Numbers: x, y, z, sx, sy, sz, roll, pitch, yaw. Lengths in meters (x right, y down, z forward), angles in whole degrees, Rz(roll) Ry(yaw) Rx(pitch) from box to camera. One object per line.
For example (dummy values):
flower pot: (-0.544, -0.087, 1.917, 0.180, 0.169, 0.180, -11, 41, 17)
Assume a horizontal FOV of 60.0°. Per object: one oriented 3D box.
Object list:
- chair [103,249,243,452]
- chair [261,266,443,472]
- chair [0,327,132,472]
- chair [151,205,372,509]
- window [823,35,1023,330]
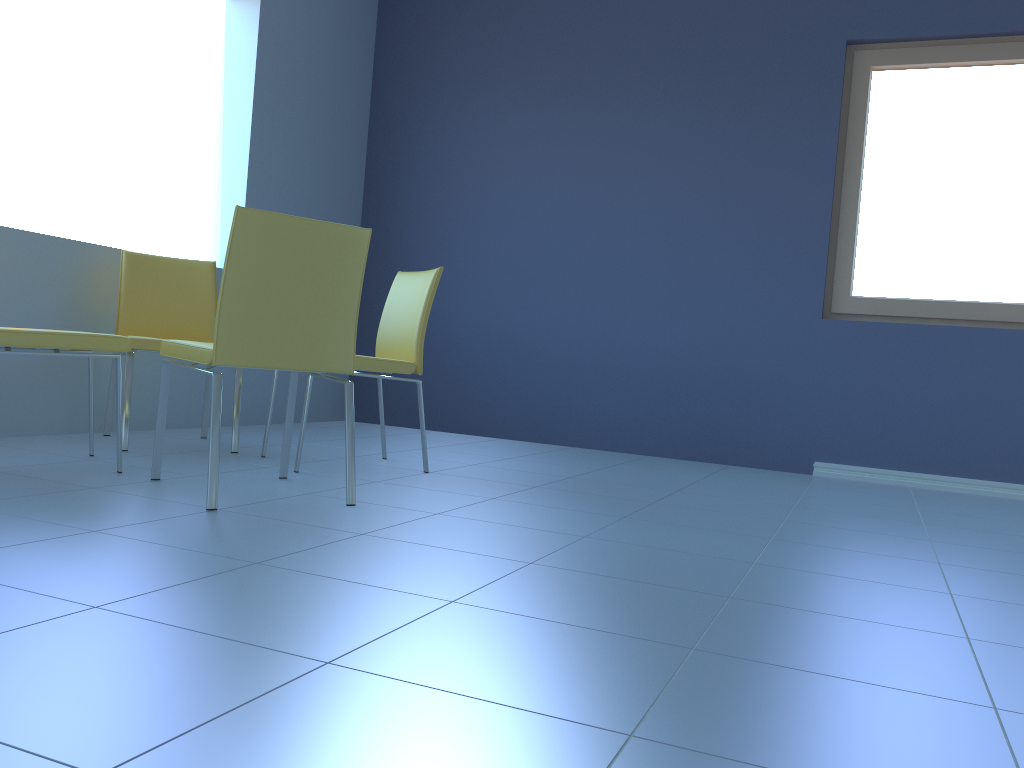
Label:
chair: (-1.222, -0.133, 3.212, 0.387, 0.695, 0.484, 4, 1, -32)
chair: (-0.536, -0.071, 3.028, 0.484, 0.699, 0.387, 4, 1, -32)
chair: (-1.357, -0.128, 2.457, 0.484, 0.695, 0.387, 4, 2, -37)
chair: (-0.646, -0.066, 2.298, 0.387, 0.695, 0.484, 4, 2, -37)
window: (2.165, -0.863, 3.804, 1.475, 1.263, 0.142, 5, 1, 22)
